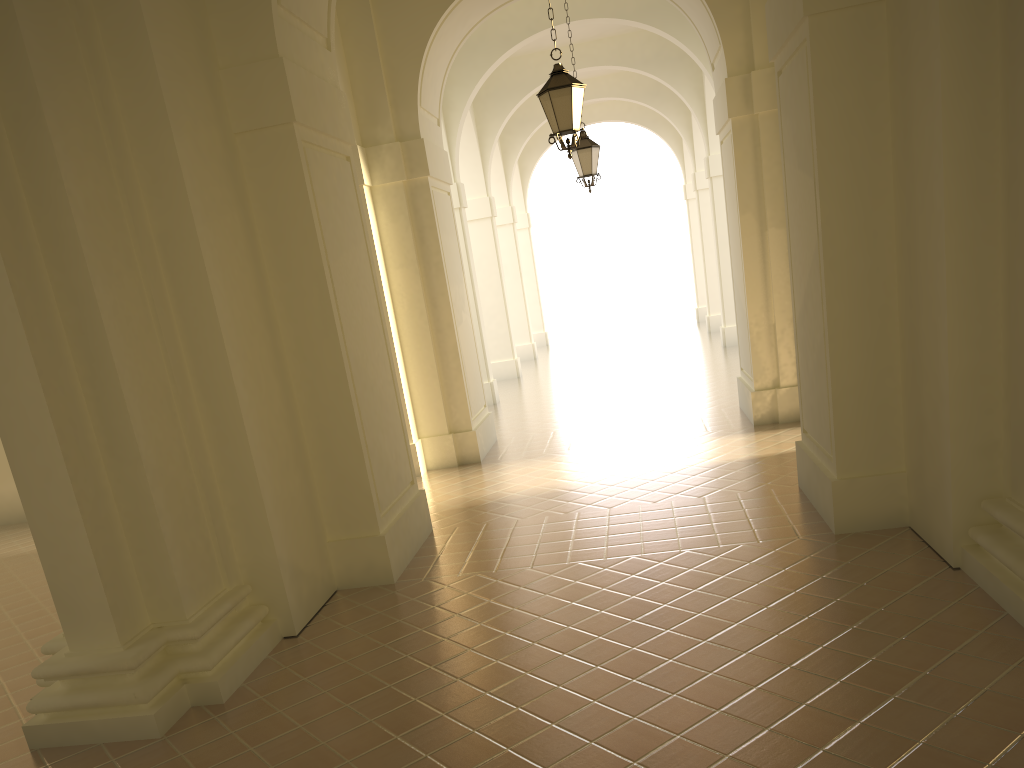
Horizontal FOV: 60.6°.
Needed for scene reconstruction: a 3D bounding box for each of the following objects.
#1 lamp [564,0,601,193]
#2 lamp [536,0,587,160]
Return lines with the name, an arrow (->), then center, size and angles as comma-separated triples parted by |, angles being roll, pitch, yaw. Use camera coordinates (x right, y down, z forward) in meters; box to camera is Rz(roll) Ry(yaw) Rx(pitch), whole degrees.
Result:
lamp -> 0.963, -4.621, 13.256 | 0.511, 3.441, 0.424 | -7, 15, 9
lamp -> 0.331, -3.921, 8.464 | 0.436, 3.441, 0.497 | -15, 16, -20
